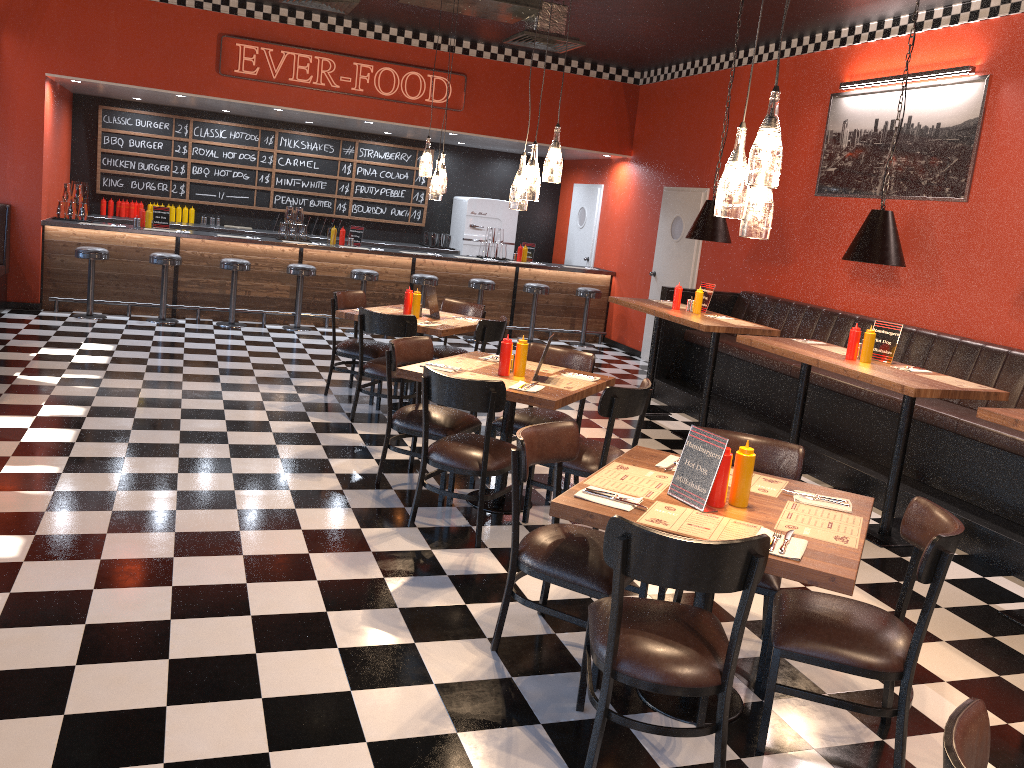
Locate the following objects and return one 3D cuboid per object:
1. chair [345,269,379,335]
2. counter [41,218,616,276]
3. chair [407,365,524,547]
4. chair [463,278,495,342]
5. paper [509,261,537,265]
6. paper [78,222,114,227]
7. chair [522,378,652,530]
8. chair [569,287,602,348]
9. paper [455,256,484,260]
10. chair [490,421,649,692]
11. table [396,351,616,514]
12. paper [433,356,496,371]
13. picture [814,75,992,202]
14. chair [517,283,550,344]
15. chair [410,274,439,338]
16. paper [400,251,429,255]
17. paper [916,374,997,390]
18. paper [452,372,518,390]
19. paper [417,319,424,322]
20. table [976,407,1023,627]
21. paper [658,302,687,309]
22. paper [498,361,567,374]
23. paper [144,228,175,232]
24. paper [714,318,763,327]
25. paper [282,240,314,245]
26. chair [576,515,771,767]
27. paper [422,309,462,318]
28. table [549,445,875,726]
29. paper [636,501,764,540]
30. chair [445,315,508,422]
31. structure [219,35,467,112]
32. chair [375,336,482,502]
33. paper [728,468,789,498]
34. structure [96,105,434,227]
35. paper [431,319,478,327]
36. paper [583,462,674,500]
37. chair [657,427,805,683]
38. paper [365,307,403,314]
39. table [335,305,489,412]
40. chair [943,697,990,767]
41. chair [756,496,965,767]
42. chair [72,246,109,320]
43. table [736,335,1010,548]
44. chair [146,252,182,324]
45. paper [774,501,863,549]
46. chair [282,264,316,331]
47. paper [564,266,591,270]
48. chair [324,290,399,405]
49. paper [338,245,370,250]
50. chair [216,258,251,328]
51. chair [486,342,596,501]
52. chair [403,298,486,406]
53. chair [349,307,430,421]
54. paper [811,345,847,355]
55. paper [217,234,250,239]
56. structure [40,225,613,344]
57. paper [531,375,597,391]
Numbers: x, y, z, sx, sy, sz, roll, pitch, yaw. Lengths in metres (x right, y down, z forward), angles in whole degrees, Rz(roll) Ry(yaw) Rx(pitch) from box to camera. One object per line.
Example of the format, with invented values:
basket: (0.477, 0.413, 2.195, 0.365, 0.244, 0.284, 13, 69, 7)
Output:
chair: (-1.827, -1.012, 10.817, 0.349, 0.769, 0.350, 11, 10, 24)
counter: (-1.985, -1.715, 11.258, 7.034, 0.050, 0.681, 2, 12, -20)
chair: (-0.226, 0.343, 4.710, 0.488, 0.861, 0.547, 11, 10, 24)
chair: (-0.420, -0.956, 11.340, 0.348, 0.769, 0.351, 3, 10, -20)
paper: (0.135, -1.629, 11.898, 0.365, 0.001, 0.263, 2, 12, -20)
paper: (-4.711, -1.811, 10.058, 0.365, 0.001, 0.263, 3, 12, -19)
chair: (0.443, 0.378, 4.915, 0.547, 0.861, 0.487, 13, 11, 33)
chair: (0.988, -0.901, 11.862, 0.349, 0.769, 0.350, 11, 10, 24)
paper: (-0.568, -1.658, 11.645, 0.365, 0.001, 0.263, 3, 12, -19)
chair: (0.240, 0.635, 3.512, 0.546, 0.861, 0.488, 12, 11, 28)
table: (-0.048, 0.313, 5.201, 0.963, 0.768, 0.960, 11, 11, 24)
paper: (-0.287, -0.124, 5.276, 0.262, 0.001, 0.367, 11, 12, 22)
picture: (3.206, -2.032, 7.461, 0.023, 0.933, 1.784, 3, 11, -20)
chair: (0.284, -0.929, 11.601, 0.348, 0.769, 0.351, 4, 10, -16)
chair: (-1.124, -0.984, 11.079, 0.349, 0.769, 0.350, 11, 10, 24)
paper: (-1.242, -1.677, 11.358, 0.365, 0.001, 0.263, 1, 12, -24)
paper: (2.611, -0.013, 5.215, 0.261, 0.001, 0.368, 3, 12, -18)
paper: (-0.141, -0.020, 4.842, 0.366, 0.001, 0.262, 11, 12, 22)
paper: (-0.886, -0.506, 6.848, 0.366, 0.001, 0.262, 11, 12, 23)
table: (2.871, 0.804, 3.822, 0.695, 0.993, 1.706, 3, 11, -20)
paper: (1.537, -0.713, 8.107, 0.261, 0.001, 0.368, 3, 12, -18)
paper: (0.123, -0.112, 5.454, 0.366, 0.001, 0.262, 11, 12, 22)
paper: (-4.082, -1.789, 10.306, 0.365, 0.001, 0.263, 3, 12, -19)
paper: (1.849, -0.499, 7.216, 0.261, 0.001, 0.368, 3, 12, -18)
paper: (-2.623, -1.734, 10.857, 0.365, 0.001, 0.263, 3, 12, -19)
chair: (0.484, 0.802, 2.817, 0.486, 0.861, 0.548, 7, 10, 2)
paper: (-0.615, -0.590, 7.426, 0.366, 0.001, 0.262, 12, 13, 26)
table: (0.720, 0.792, 3.240, 0.963, 0.768, 0.960, 11, 11, 24)
paper: (0.616, 0.456, 2.887, 0.366, 0.001, 0.262, 11, 12, 22)
chair: (-0.350, -0.122, 6.966, 0.546, 0.861, 0.489, 10, 10, 19)
structure: (-1.937, -3.642, 10.462, 2.872, 0.436, 0.123, 2, 10, -20)
chair: (-0.507, 0.183, 5.354, 0.546, 0.861, 0.488, 10, 10, 21)
paper: (0.876, 0.369, 3.469, 0.366, 0.001, 0.262, 12, 12, 25)
structure: (-3.375, -3.026, 12.551, 4.539, 1.139, 0.202, 2, 10, -20)
paper: (-0.443, -0.483, 6.988, 0.262, 0.001, 0.367, 11, 12, 24)
paper: (0.448, 0.356, 3.294, 0.262, 0.001, 0.367, 11, 12, 23)
chair: (0.910, 0.670, 3.717, 0.487, 0.861, 0.547, 10, 10, 19)
paper: (-1.047, -0.606, 7.258, 0.262, 0.001, 0.367, 12, 12, 24)
table: (-0.782, -0.169, 7.197, 0.959, 0.768, 0.964, 11, 11, 24)
chair: (0.988, 1.107, 1.578, 0.545, 0.861, 0.489, 8, 10, 11)
chair: (1.190, 0.831, 3.073, 0.545, 0.861, 0.489, 9, 10, 16)
chair: (-4.643, -1.122, 9.773, 0.349, 0.769, 0.350, 11, 10, 24)
table: (2.168, 0.335, 5.774, 0.695, 0.993, 1.706, 3, 11, -20)
chair: (-3.939, -1.094, 10.034, 0.350, 0.769, 0.349, 12, 11, 29)
paper: (1.056, 0.477, 3.035, 0.262, 0.001, 0.367, 11, 12, 23)
chair: (-2.531, -1.039, 10.556, 0.349, 0.769, 0.350, 10, 10, 19)
paper: (0.886, -1.600, 12.177, 0.365, 0.001, 0.263, 4, 11, -10)
chair: (-1.265, -0.327, 7.472, 0.546, 0.861, 0.489, 10, 10, 19)
paper: (-1.976, -1.707, 11.091, 0.365, 0.001, 0.263, 3, 12, -19)
chair: (-3.235, -1.067, 10.295, 0.350, 0.769, 0.349, 12, 11, 29)
chair: (0.199, 0.212, 5.610, 0.488, 0.861, 0.546, 11, 11, 27)
chair: (-0.556, -0.277, 7.629, 0.489, 0.861, 0.546, 13, 12, 36)
chair: (-0.912, -0.141, 6.743, 0.487, 0.861, 0.547, 10, 10, 18)
paper: (2.266, -0.229, 6.102, 0.261, 0.001, 0.368, 3, 12, -18)
paper: (-3.334, -1.764, 10.607, 0.365, 0.001, 0.263, 3, 12, -19)
structure: (-1.942, -1.115, 11.055, 7.034, 1.032, 0.217, 2, 10, -20)
paper: (0.297, -0.009, 5.032, 0.262, 0.001, 0.367, 12, 12, 25)
